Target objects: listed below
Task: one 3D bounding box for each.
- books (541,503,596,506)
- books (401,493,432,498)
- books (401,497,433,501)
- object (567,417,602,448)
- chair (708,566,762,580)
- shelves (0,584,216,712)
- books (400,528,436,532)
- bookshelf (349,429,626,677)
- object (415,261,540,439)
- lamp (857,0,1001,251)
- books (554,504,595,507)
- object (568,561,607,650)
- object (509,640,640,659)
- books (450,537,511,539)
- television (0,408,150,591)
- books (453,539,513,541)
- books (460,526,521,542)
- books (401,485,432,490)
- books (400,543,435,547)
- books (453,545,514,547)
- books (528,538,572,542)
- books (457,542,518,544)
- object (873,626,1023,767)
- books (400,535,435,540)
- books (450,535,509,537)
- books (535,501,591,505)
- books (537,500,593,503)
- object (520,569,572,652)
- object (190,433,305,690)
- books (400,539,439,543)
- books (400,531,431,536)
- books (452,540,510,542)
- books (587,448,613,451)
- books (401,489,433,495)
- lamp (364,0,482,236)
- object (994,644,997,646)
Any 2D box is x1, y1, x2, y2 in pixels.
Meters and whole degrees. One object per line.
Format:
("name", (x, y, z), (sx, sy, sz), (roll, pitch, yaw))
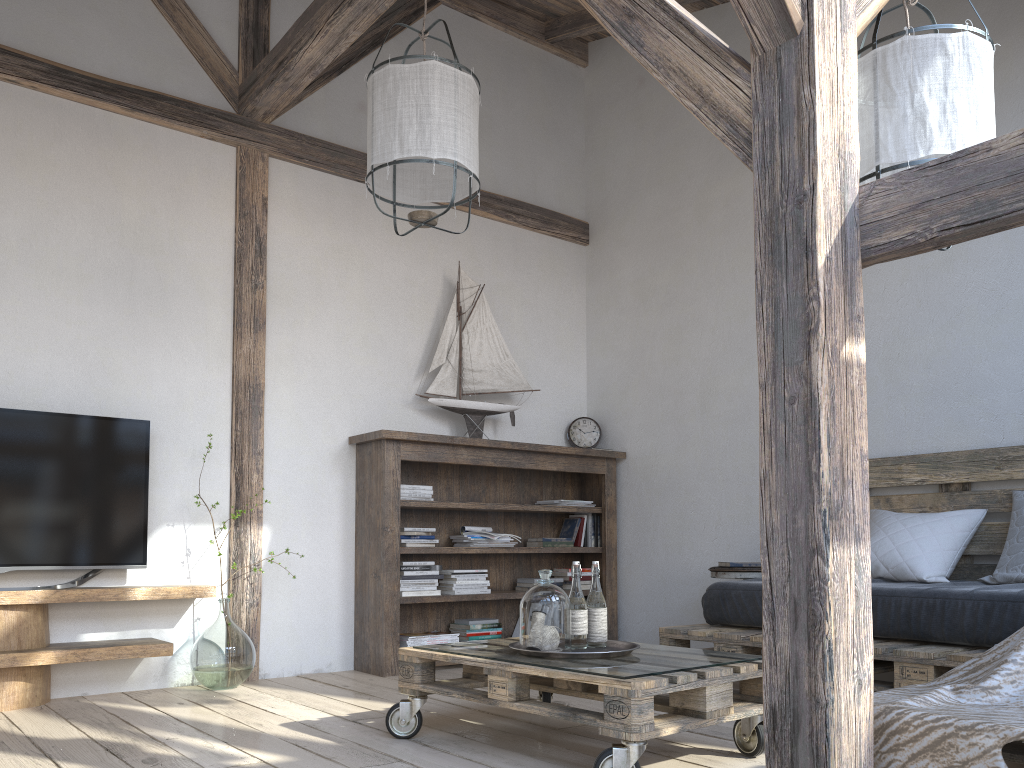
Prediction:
("books", (0.329, 0.706, 5.127), (0.206, 0.009, 0.260), (-10, -15, 43))
("books", (-0.523, 0.571, 4.469), (0.186, 0.018, 0.141), (8, -13, -37))
("books", (-0.535, 0.591, 4.484), (0.221, 0.017, 0.158), (10, -14, -42))
("object", (0.438, 0.304, 5.327), (0.204, 0.207, 0.083), (0, -5, -2))
("chair", (1.123, 1.133, 4.210), (0.355, 0.515, 0.357), (4, -7, -34))
("shelves", (-1.949, 1.010, 3.337), (1.611, 0.445, 0.333), (8, -10, -37))
("books", (-0.505, 0.745, 4.491), (0.186, 0.018, 0.141), (8, -13, -37))
("bookshelf", (-0.077, 0.914, 4.769), (1.632, 1.161, 0.350), (6, -7, -38))
("object", (-0.170, -0.163, 4.798), (0.792, 0.981, 0.141), (4, -5, -33))
("lamp", (1.123, -1.144, 2.489), (0.407, 1.501, 0.404), (0, -4, 3))
("books", (0.318, 0.712, 5.117), (0.260, 0.009, 0.206), (10, -14, -42))
("object", (0.231, 0.688, 2.745), (0.154, 0.265, 0.071), (4, -6, -38))
("object", (0.187, 0.796, 2.649), (0.395, 0.021, 0.400), (3, -11, -18))
("books", (-0.170, 0.827, 4.719), (0.259, 0.009, 0.207), (6, -12, -31))
("television", (-1.986, 0.444, 3.402), (1.109, 0.698, 0.208), (7, -7, -38))
("books", (-0.155, 0.834, 4.714), (0.259, 0.009, 0.207), (6, -12, -31))
("books", (-0.113, 0.810, 4.731), (0.222, 0.087, 0.264), (-6, -12, 32))
("books", (-0.541, 0.531, 4.491), (0.220, 0.021, 0.159), (8, -13, -37))
("books", (-0.505, 0.821, 4.486), (0.186, 0.020, 0.140), (10, -14, -42))
("books", (-0.153, 0.867, 4.706), (0.259, 0.009, 0.207), (6, -12, -29))
("books", (0.214, 0.892, 5.035), (0.205, 0.021, 0.151), (7, -13, -33))
("books", (-0.134, 0.853, 4.720), (0.259, 0.009, 0.207), (8, -13, -35))
("object", (1.073, 0.638, 1.636), (1.009, 0.468, 0.822), (1, -9, -8))
("books", (-0.515, 0.783, 4.481), (0.209, 0.020, 0.148), (4, -11, -22))
("books", (-0.177, 0.818, 4.721), (0.259, 0.009, 0.207), (5, -12, -26))
("books", (0.296, 0.694, 5.113), (0.259, 0.009, 0.207), (6, -12, -31))
("books", (0.308, 0.687, 5.118), (0.259, 0.009, 0.206), (9, -14, -40))
("object", (0.101, 0.680, 2.643), (0.156, 0.244, 0.157), (-2, -6, 21))
("object", (-1.187, 0.791, 3.964), (0.276, 1.108, 0.519), (-3, -6, 39))
("books", (-0.509, 0.802, 4.485), (0.220, 0.017, 0.158), (8, -13, -37))
("books", (-0.509, 0.763, 4.484), (0.133, 0.021, 0.202), (-4, -11, 18))
("books", (-0.168, 0.842, 4.711), (0.258, 0.009, 0.207), (4, -11, -21))
("books", (0.463, 0.413, 5.291), (0.179, 0.025, 0.238), (8, -13, -37))
("books", (-0.537, 0.553, 4.484), (0.220, 0.021, 0.159), (8, -13, -37))
("lamp", (-0.312, -1.088, 3.118), (0.400, 1.072, 0.411), (0, -5, 3))
("object", (1.515, 0.848, 2.313), (0.507, 0.273, 0.715), (-7, -12, 36))
